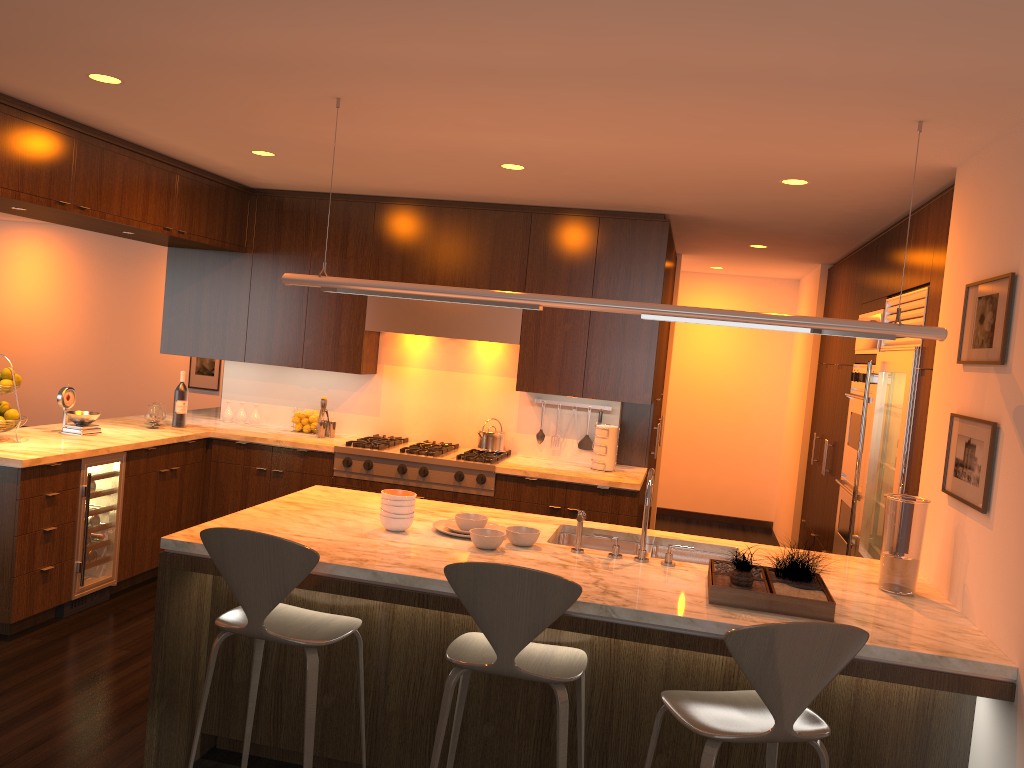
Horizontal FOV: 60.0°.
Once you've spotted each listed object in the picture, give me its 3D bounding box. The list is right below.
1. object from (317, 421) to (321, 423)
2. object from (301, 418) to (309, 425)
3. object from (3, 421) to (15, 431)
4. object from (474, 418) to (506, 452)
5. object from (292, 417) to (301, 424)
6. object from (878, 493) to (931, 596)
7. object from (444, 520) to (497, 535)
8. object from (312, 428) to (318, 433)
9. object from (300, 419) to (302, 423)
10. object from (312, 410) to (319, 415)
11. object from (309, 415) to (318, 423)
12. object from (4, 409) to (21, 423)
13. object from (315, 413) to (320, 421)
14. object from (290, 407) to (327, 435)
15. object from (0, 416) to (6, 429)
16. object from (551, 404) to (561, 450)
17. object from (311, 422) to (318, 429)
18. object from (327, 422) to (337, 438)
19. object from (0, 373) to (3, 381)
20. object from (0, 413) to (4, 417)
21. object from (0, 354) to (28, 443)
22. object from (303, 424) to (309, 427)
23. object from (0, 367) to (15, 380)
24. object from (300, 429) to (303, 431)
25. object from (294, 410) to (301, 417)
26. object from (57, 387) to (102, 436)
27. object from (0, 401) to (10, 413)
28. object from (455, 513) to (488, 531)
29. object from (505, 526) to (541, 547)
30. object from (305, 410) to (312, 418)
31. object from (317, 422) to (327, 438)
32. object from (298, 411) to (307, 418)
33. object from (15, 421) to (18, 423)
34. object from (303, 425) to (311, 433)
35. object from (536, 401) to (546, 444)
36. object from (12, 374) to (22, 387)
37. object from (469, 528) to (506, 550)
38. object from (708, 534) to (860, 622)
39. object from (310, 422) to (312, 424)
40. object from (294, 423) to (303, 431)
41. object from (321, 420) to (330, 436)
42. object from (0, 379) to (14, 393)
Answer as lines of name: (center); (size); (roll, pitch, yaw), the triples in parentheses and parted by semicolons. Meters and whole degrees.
object: (-1.381, 0.286, 6.308); (0.051, 0.055, 0.061); (7, 3, 24)
object: (-1.459, 0.264, 6.255); (0.052, 0.053, 0.062); (6, 3, 16)
object: (-2.704, 0.213, 4.746); (0.078, 0.075, 0.078); (5, 3, -10)
object: (-0.137, 0.341, 6.030); (0.221, 0.218, 0.221); (5, 3, -4)
object: (-1.521, 0.257, 6.257); (0.063, 0.051, 0.053); (6, 3, 13)
object: (1.433, 0.590, 3.259); (0.159, 0.349, 0.159); (5, 3, -15)
object: (-0.168, 0.585, 3.584); (0.217, 0.025, 0.216); (7, 3, 29)
object: (-1.392, 0.322, 6.281); (0.051, 0.053, 0.063); (3, 4, -37)
object: (-1.486, 0.256, 6.304); (0.064, 0.053, 0.051); (3, 4, -43)
object: (-1.410, 0.216, 6.368); (0.059, 0.060, 0.050); (8, 4, 44)
object: (-1.404, 0.247, 6.256); (0.061, 0.052, 0.053); (4, 3, -32)
object: (-2.650, 0.168, 4.705); (0.078, 0.074, 0.077); (7, 3, 27)
object: (-1.381, 0.235, 6.309); (0.051, 0.053, 0.063); (4, 3, -33)
object: (-1.446, 0.258, 6.312); (0.207, 0.175, 0.189); (6, 3, 9)
object: (-2.706, 0.205, 4.665); (0.078, 0.076, 0.078); (5, 3, -1)
object: (0.308, 0.292, 6.046); (0.066, 0.314, 0.004); (6, 3, 11)
object: (-1.390, 0.296, 6.239); (0.052, 0.054, 0.061); (6, 3, 22)
object: (-1.252, 0.317, 6.155); (0.060, 0.106, 0.060); (8, 4, 44)
object: (-2.754, -0.031, 4.739); (0.062, 0.063, 0.061); (7, 3, 36)
object: (-2.726, 0.154, 4.774); (0.070, 0.072, 0.071); (4, 3, -25)
object: (-2.760, 0.068, 4.732); (0.324, 0.461, 0.324); (4, 3, -29)
object: (-1.459, 0.308, 6.299); (0.057, 0.060, 0.052); (3, 4, -40)
object: (-2.690, -0.054, 4.732); (0.068, 0.072, 0.071); (4, 3, -32)
object: (-1.516, 0.308, 6.314); (0.061, 0.053, 0.053); (5, 3, -3)
object: (-1.515, 0.216, 6.284); (0.057, 0.060, 0.052); (7, 3, 33)
object: (-2.558, 0.159, 5.255); (0.231, 0.266, 0.191); (6, 3, 14)
object: (-2.695, 0.123, 4.700); (0.062, 0.063, 0.060); (6, 3, 19)
object: (-0.166, 0.564, 3.583); (0.139, 0.059, 0.138); (7, 4, 37)
object: (0.041, 0.596, 3.448); (0.139, 0.059, 0.138); (7, 4, 37)
object: (-1.449, 0.214, 6.302); (0.051, 0.053, 0.063); (3, 4, -44)
object: (-1.307, 0.315, 6.086); (0.060, 0.106, 0.060); (8, 4, 44)
object: (-1.475, 0.218, 6.249); (0.063, 0.051, 0.053); (5, 3, 2)
object: (-2.726, 0.184, 4.834); (0.073, 0.072, 0.071); (3, 3, -35)
object: (-1.445, 0.317, 6.258); (0.064, 0.063, 0.074); (4, 3, -25)
object: (0.205, 0.265, 6.063); (0.061, 0.296, 0.020); (6, 3, 10)
object: (-2.684, -0.020, 4.784); (0.070, 0.074, 0.071); (7, 3, 33)
object: (-0.094, 0.588, 3.344); (0.139, 0.059, 0.138); (7, 4, 37)
object: (0.938, 0.613, 3.041); (0.497, 0.231, 0.503); (6, 3, 12)
object: (-1.411, 0.280, 6.304); (0.051, 0.053, 0.062); (3, 4, -37)
object: (-1.505, 0.305, 6.257); (0.060, 0.057, 0.052); (3, 4, -44)
object: (-1.309, 0.309, 6.205); (0.060, 0.106, 0.060); (8, 4, 44)
object: (-2.691, 0.010, 4.720); (0.077, 0.077, 0.078); (7, 3, 28)
